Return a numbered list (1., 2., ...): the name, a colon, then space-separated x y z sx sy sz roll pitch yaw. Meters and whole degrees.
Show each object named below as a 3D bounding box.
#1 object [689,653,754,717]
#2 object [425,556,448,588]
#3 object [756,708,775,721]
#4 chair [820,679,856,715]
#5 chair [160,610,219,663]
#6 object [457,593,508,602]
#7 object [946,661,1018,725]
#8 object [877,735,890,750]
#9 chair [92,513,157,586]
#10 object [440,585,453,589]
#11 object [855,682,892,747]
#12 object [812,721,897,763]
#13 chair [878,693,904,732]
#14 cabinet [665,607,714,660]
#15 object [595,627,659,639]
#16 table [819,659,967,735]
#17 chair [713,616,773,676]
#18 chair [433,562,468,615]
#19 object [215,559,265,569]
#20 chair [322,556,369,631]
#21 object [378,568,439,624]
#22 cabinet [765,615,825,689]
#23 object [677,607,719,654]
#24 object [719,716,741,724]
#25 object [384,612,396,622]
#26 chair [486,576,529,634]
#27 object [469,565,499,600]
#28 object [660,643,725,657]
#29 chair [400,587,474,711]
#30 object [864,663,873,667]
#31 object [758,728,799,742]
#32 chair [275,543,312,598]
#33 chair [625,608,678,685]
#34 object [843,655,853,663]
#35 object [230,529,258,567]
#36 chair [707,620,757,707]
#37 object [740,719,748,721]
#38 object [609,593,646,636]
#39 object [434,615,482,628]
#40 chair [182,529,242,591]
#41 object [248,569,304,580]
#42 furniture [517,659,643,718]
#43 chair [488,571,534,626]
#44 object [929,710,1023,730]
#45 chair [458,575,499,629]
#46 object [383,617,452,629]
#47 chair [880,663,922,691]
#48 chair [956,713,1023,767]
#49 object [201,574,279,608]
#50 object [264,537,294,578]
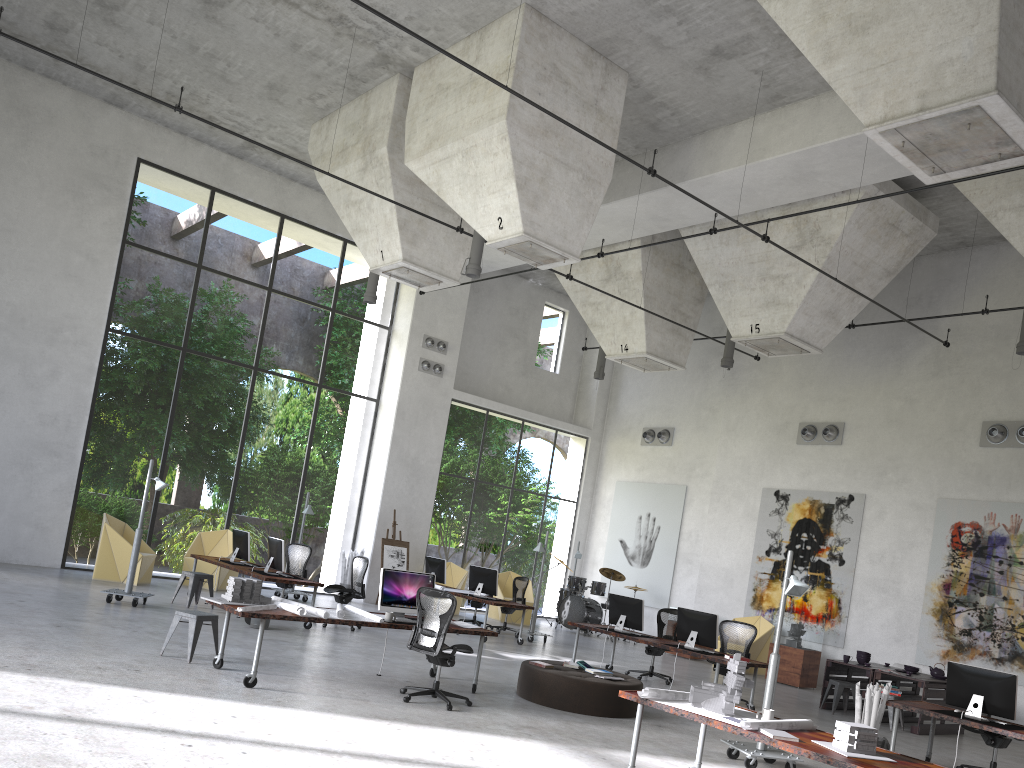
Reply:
1. object: 1.650 2.354 6.909 0.361 0.516 0.499 10 -6 -3
2. object: -1.461 3.741 17.460 0.383 0.548 0.713 13 -8 -36
3. object: 1.953 2.552 6.757 0.123 0.099 0.088 11 -6 -10
4. chair: 5.103 4.864 13.614 0.420 0.485 0.442 10 -6 -3
5. chair: -3.409 2.692 9.397 0.417 0.485 0.445 7 -7 24
6. object: -0.529 3.956 16.244 0.845 0.008 0.700 0 -14 42
7. object: 5.052 3.318 9.412 0.383 0.548 0.713 13 -8 -36
8. object: 4.134 4.138 10.003 0.396 0.296 0.299 9 -7 5
9. chair: -6.917 2.948 15.677 0.935 1.159 0.990 10 -6 -3
10. object: -1.504 4.019 17.448 0.698 0.008 0.847 17 -13 -36
11. object: 3.998 3.769 9.832 0.322 0.930 0.341 11 -4 -20
12. object: 2.377 2.456 6.086 0.391 0.180 0.420 11 -9 -13
13. chair: 5.479 4.787 12.866 0.444 0.485 0.418 15 -8 -43
14. cabinet: 3.827 5.350 18.795 0.755 1.005 0.732 14 -7 -38
15. object: 1.750 3.808 13.427 0.698 0.008 0.847 17 -13 -36
16. table: 5.996 4.892 13.775 1.530 0.788 1.597 16 -11 -38
17. chair: 4.694 5.230 17.746 0.949 1.159 0.975 14 -8 -40
18. chair: -1.578 4.590 19.832 0.976 1.159 0.948 8 -6 10
19. object: -4.512 3.017 14.691 0.698 0.008 0.847 17 -13 -36
20. chair: -2.705 3.352 14.229 0.765 1.175 0.806 5 -7 40
21. object: -1.148 2.398 9.923 0.725 0.548 0.376 15 -7 -37
22. cabinet: 5.375 5.093 16.688 0.603 1.245 0.740 13 -6 -38
23. object: 2.652 3.474 12.378 0.383 0.548 0.713 13 -8 -36
24. object: 1.662 2.515 6.566 0.135 0.008 0.204 14 -11 -26
25. object: -1.318 2.532 9.540 0.123 0.099 0.088 11 -6 -10
26. chair: -0.078 4.410 17.623 0.788 1.175 0.783 8 -5 15
27. object: -0.486 3.677 16.255 0.711 0.548 0.383 2 -9 43
28. object: 2.610 3.752 12.365 0.698 0.008 0.847 17 -13 -36
29. chair: -0.760 2.752 9.261 0.765 1.175 0.806 7 -6 25
30. object: 5.530 4.362 13.639 0.116 0.056 0.140 3 -11 37
31. object: 1.885 2.482 6.215 0.201 0.023 0.238 11 -10 -7
32. chair: -3.903 3.352 15.288 0.766 1.175 0.805 8 -5 15
33. chair: 2.279 4.127 14.006 0.787 1.175 0.784 6 -6 35
34. object: 5.272 4.324 13.810 0.129 0.108 0.102 3 -9 43
35. object: -4.470 2.739 14.703 0.383 0.548 0.713 13 -8 -36
36. chair: 3.186 4.059 12.838 0.766 1.175 0.806 8 -5 20
37. object: 1.785 2.548 6.635 0.125 0.010 0.011 1 -10 37
38. object: 1.793 3.530 13.440 0.383 0.548 0.713 13 -8 -36
39. object: -0.664 2.784 10.313 0.477 0.085 0.435 16 -12 -34
40. chair: -5.813 3.390 17.089 0.977 1.159 0.948 9 -6 7
41. object: -3.639 2.960 13.608 0.697 0.008 0.849 16 -12 -31
42. furniture: 0.822 3.677 10.641 1.532 0.424 1.506 16 -12 -36
43. chair: 0.014 4.962 20.440 0.987 1.159 0.937 11 -6 -19
44. object: 5.010 3.596 9.400 0.698 0.008 0.847 17 -13 -36
45. chair: -0.662 4.380 17.980 0.770 1.175 0.801 9 -5 0
46. object: -1.193 2.675 9.907 0.862 0.008 0.686 17 -13 -36
47. chair: 6.631 5.211 14.999 0.689 0.812 0.787 5 -8 36
48. chair: 5.527 3.912 9.970 0.787 1.175 0.784 5 -7 40
49. object: -2.741 2.117 9.066 0.431 0.302 0.750 2 -11 41
50. object: -3.596 2.682 13.621 0.382 0.548 0.714 12 -8 -31
